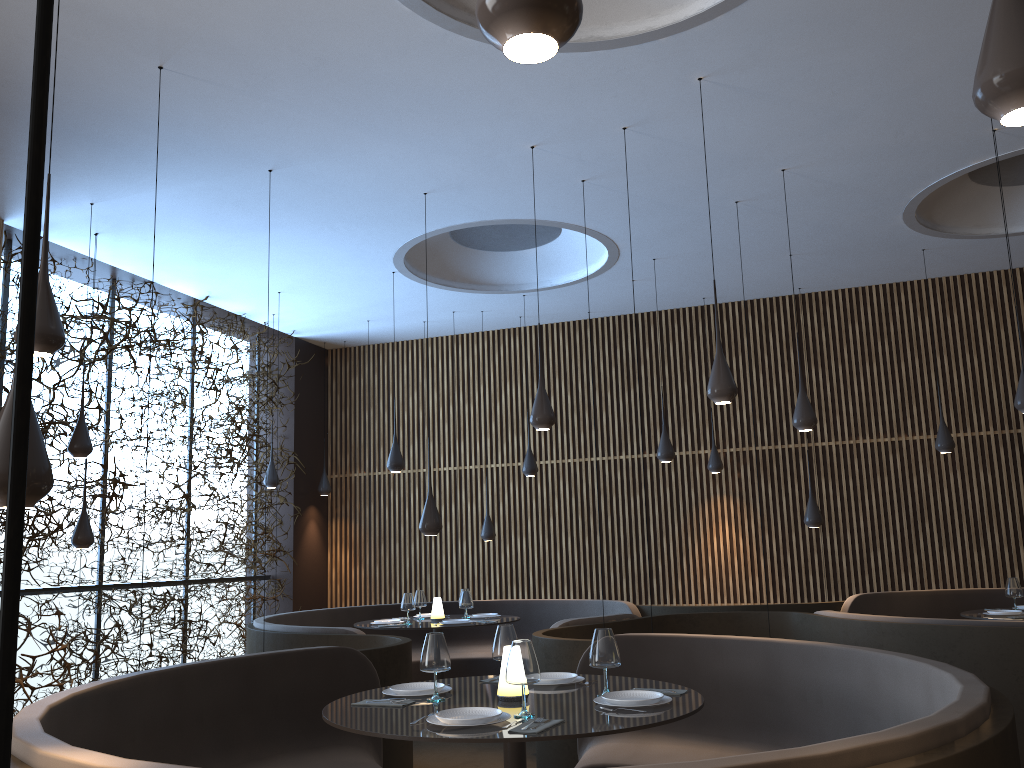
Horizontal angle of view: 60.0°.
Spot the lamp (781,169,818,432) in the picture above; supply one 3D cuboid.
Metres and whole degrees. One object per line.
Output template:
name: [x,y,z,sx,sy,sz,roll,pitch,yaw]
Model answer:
lamp: [2.327,-0.716,7.314,0.196,2.214,0.196,5,-12,-36]

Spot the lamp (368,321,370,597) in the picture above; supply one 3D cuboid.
lamp: [-1.820,2.239,11.322,0.196,6.249,0.196,-11,-13,43]

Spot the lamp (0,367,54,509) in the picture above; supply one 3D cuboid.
lamp: [-1.409,-1.116,2.659,0.196,2.948,0.196,1,-10,-16]

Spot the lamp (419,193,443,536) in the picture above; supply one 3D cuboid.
lamp: [-0.711,-0.210,7.506,0.196,2.948,0.196,-4,-10,14]

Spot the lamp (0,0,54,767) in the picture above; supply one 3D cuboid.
lamp: [-0.173,0.077,0.306,0.196,6.249,0.196,-6,-10,23]

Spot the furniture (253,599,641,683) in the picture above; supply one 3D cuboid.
furniture: [-0.533,2.770,8.745,3.883,1.043,3.808,-1,-11,-4]

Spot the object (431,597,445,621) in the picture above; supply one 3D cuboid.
object: [-0.754,2.279,8.985,0.142,0.231,0.145,-2,-10,-1]

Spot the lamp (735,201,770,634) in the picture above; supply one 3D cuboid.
lamp: [2.167,1.407,7.647,0.196,6.249,0.196,-8,-11,33]

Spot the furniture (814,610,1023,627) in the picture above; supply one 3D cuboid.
furniture: [3.219,2.245,6.580,0.901,1.043,2.540,4,-12,-29]

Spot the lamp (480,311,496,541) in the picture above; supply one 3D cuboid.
lamp: [-0.342,0.507,11.315,0.196,2.948,0.196,-2,-9,4]

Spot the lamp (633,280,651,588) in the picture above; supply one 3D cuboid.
lamp: [1.525,1.865,9.929,0.196,6.249,0.196,-8,-11,33]

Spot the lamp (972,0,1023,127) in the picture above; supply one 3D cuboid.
lamp: [1.081,-1.674,2.105,0.196,2.214,0.196,-4,-10,14]

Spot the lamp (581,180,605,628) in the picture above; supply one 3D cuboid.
lamp: [0.707,1.344,7.073,0.196,6.249,0.196,5,-12,-36]

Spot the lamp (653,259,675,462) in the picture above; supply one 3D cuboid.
lamp: [1.590,-0.272,9.513,0.196,2.214,0.196,-2,-9,4]

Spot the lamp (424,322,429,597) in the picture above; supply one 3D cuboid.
lamp: [-1.085,2.242,11.461,0.196,6.249,0.196,-2,-9,4]

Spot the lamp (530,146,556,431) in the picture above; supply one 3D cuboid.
lamp: [0.195,-0.754,6.737,0.196,2.214,0.196,5,-12,-36]

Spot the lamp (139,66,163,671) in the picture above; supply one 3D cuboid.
lamp: [-2.141,1.066,5.140,0.196,6.249,0.196,3,-10,-26]

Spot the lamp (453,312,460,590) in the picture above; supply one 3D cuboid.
lamp: [-0.659,2.144,11.021,0.196,6.249,0.196,-8,-11,33]

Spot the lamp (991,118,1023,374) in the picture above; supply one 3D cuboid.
lamp: [3.448,1.000,5.734,0.196,6.249,0.196,5,-12,-36]

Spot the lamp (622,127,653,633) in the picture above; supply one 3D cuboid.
lamp: [0.944,1.161,6.153,0.196,6.249,0.196,5,-12,-36]

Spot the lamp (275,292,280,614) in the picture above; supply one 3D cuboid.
lamp: [-2.646,2.002,9.947,0.196,6.249,0.196,-11,-13,43]

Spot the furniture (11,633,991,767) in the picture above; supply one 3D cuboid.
furniture: [-0.016,1.841,3.847,3.880,1.113,3.807,-1,-11,-6]

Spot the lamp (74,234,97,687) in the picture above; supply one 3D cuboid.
lamp: [-3.868,1.658,7.940,0.196,6.249,0.196,-11,-13,43]

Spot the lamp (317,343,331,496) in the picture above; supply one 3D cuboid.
lamp: [-2.699,0.490,12.768,0.196,2.214,0.196,-11,-13,43]

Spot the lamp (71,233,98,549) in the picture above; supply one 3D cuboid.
lamp: [-3.899,0.023,8.187,0.196,2.948,0.196,5,-12,-36]

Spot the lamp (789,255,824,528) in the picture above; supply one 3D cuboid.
lamp: [3.098,0.042,9.465,0.196,2.948,0.196,-2,-9,4]

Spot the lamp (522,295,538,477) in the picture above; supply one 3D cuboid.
lamp: [0.183,0.004,10.716,0.196,2.214,0.196,-2,-9,4]

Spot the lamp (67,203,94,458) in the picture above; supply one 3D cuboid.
lamp: [-3.630,-0.479,7.554,0.196,2.214,0.196,5,-12,-36]

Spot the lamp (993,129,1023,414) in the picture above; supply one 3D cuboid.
lamp: [3.782,-0.879,6.707,0.196,2.214,0.196,5,-12,-36]

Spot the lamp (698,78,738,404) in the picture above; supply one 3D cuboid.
lamp: [1.306,-0.971,5.814,0.196,2.214,0.196,5,-12,-36]

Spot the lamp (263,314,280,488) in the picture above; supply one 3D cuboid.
lamp: [-3.027,0.201,11.205,0.196,2.214,0.196,-11,-13,43]

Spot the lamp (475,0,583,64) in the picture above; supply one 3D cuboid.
lamp: [-0.001,-1.697,1.781,0.196,2.214,0.196,-6,-10,23]

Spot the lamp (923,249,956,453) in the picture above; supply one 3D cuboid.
lamp: [4.518,-0.371,9.484,0.196,2.214,0.197,-1,-9,-6]

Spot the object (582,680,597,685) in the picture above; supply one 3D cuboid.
object: [0.203,1.487,4.438,0.411,0.012,0.205,-7,-12,25]

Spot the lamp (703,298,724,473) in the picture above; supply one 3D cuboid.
lamp: [2.474,0.001,11.086,0.196,2.214,0.196,-2,-9,4]

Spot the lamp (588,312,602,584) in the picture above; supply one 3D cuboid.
lamp: [1.119,2.130,11.246,0.196,6.249,0.196,-11,-13,43]

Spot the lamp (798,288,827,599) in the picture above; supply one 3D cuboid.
lamp: [3.659,1.898,10.463,0.196,6.249,0.196,-8,-11,33]

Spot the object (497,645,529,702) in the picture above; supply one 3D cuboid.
object: [0.002,1.297,3.983,0.142,0.231,0.145,-8,-12,34]

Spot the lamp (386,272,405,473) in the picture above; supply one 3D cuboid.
lamp: [-1.281,-0.149,9.671,0.196,2.214,0.196,-2,-9,4]

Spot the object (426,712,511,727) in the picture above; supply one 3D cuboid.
object: [-0.168,1.312,3.470,0.332,0.014,0.333,-1,-11,-6]

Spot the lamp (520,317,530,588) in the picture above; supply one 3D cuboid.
lamp: [0.213,2.183,11.369,0.196,6.249,0.196,-8,-11,33]

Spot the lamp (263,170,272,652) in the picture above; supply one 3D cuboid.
lamp: [-1.862,1.352,6.682,0.196,6.249,0.196,3,-10,-26]

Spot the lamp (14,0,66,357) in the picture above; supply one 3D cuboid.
lamp: [-2.043,-1.217,3.945,0.196,2.214,0.196,-4,-10,14]

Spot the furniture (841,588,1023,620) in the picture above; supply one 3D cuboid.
furniture: [5.255,2.394,7.904,1.983,1.043,3.946,7,-14,-39]

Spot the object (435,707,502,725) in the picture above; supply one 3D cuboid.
object: [-0.169,1.303,3.472,0.263,0.029,0.264,-9,-13,32]
